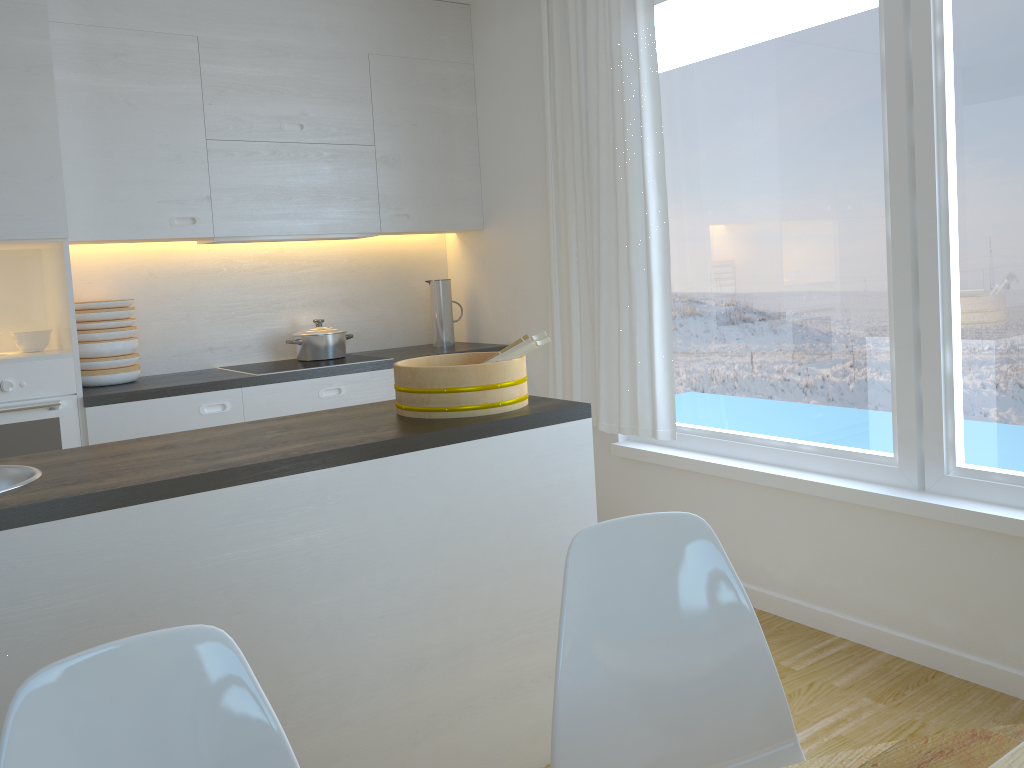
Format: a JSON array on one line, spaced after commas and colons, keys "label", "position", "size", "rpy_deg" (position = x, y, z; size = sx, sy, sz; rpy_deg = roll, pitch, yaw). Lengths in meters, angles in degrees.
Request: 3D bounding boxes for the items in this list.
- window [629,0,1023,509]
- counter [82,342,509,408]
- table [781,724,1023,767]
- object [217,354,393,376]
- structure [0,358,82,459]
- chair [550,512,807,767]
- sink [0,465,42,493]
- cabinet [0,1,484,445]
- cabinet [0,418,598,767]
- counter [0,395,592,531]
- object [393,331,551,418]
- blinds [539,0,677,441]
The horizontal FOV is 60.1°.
[{"label": "window", "position": [1.290, -0.614, 2.798], "size": [0.088, 1.909, 2.732], "rpy_deg": [-6, 7, -35]}, {"label": "counter", "position": [-0.979, -0.075, 4.168], "size": [2.008, 0.040, 0.601], "rpy_deg": [-9, 9, -35]}, {"label": "table", "position": [0.216, 0.913, 0.340], "size": [2.198, 0.722, 1.196], "rpy_deg": [-9, 8, -36]}, {"label": "object", "position": [-0.979, -0.093, 4.172], "size": [0.656, 0.013, 0.563], "rpy_deg": [-9, 9, -35]}, {"label": "structure", "position": [-1.861, 0.231, 3.193], "size": [0.563, 0.593, 0.049], "rpy_deg": [-7, 5, -35]}, {"label": "chair", "position": [0.310, 0.697, 1.294], "size": [0.430, 0.897, 0.525], "rpy_deg": [-5, 5, -15]}, {"label": "sink", "position": [-1.202, 0.291, 1.846], "size": [0.404, 0.156, 0.406], "rpy_deg": [-3, 7, 6]}, {"label": "cabinet", "position": [-1.450, -0.314, 3.751], "size": [3.213, 2.291, 0.481], "rpy_deg": [-8, 6, -35]}, {"label": "cabinet", "position": [-0.901, 0.672, 2.027], "size": [2.409, 0.906, 0.601], "rpy_deg": [-8, 7, -35]}, {"label": "counter", "position": [-0.929, 0.201, 1.996], "size": [2.409, 0.040, 0.602], "rpy_deg": [-9, 9, -35]}, {"label": "object", "position": [-0.121, -0.041, 2.520], "size": [0.430, 0.213, 0.380], "rpy_deg": [-4, 7, -7]}, {"label": "blinds", "position": [0.337, -0.864, 3.771], "size": [0.150, 2.150, 0.796], "rpy_deg": [-6, 5, -35]}]
